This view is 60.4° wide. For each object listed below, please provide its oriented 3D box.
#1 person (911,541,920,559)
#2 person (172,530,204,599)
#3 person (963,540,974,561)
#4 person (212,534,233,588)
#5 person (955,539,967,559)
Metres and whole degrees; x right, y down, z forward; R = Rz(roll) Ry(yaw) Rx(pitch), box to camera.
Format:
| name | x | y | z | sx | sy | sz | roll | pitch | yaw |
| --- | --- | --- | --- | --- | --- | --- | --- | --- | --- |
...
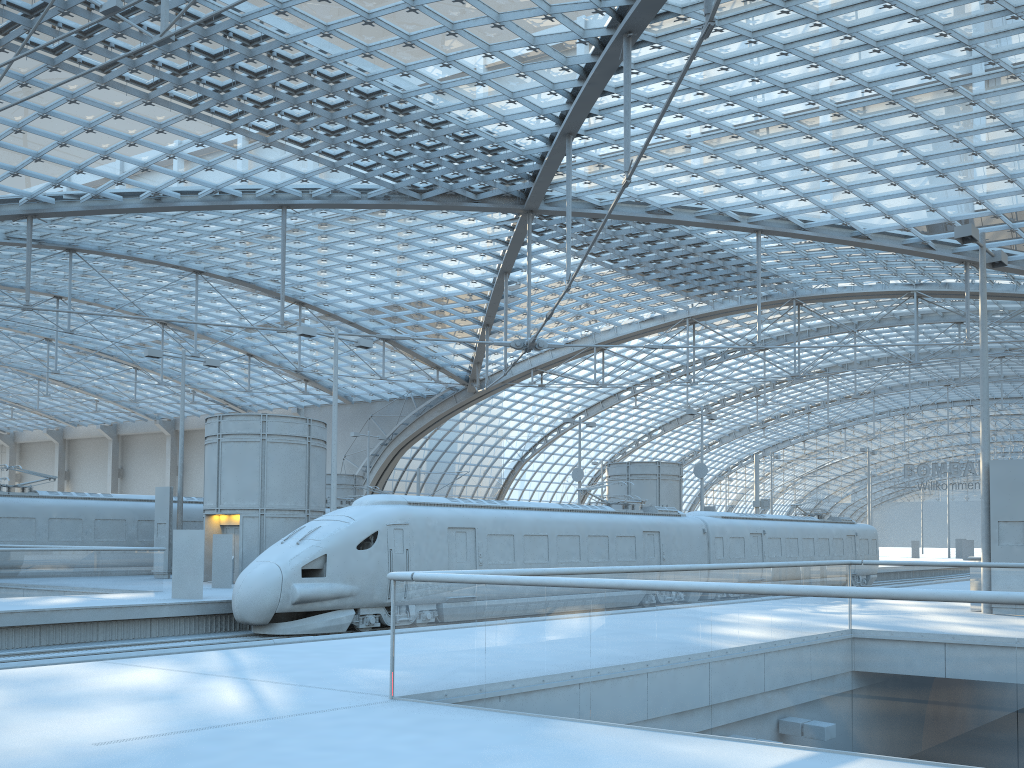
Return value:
| name | x | y | z | sx | sy | sz | roll | pitch | yaw |
| --- | --- | --- | --- | --- | --- | --- | --- | --- | --- |
| person | 35.723 | 14.677 | 77.792 | 0.001 | 1.604 | 0.713 | 3 | -4 | -43 |
| person | -7.788 | 4.359 | 21.146 | 0.875 | 1.697 | 0.001 | -1 | -3 | 16 |
| person | 36.878 | 13.454 | 70.956 | 0.830 | 1.723 | 0.001 | -3 | -4 | 42 |
| person | -8.447 | 5.188 | 25.632 | 0.711 | 1.604 | 0.001 | -1 | -3 | 21 |
| person | 40.047 | 14.734 | 78.553 | 0.902 | 1.790 | 0.001 | -3 | -4 | 37 |
